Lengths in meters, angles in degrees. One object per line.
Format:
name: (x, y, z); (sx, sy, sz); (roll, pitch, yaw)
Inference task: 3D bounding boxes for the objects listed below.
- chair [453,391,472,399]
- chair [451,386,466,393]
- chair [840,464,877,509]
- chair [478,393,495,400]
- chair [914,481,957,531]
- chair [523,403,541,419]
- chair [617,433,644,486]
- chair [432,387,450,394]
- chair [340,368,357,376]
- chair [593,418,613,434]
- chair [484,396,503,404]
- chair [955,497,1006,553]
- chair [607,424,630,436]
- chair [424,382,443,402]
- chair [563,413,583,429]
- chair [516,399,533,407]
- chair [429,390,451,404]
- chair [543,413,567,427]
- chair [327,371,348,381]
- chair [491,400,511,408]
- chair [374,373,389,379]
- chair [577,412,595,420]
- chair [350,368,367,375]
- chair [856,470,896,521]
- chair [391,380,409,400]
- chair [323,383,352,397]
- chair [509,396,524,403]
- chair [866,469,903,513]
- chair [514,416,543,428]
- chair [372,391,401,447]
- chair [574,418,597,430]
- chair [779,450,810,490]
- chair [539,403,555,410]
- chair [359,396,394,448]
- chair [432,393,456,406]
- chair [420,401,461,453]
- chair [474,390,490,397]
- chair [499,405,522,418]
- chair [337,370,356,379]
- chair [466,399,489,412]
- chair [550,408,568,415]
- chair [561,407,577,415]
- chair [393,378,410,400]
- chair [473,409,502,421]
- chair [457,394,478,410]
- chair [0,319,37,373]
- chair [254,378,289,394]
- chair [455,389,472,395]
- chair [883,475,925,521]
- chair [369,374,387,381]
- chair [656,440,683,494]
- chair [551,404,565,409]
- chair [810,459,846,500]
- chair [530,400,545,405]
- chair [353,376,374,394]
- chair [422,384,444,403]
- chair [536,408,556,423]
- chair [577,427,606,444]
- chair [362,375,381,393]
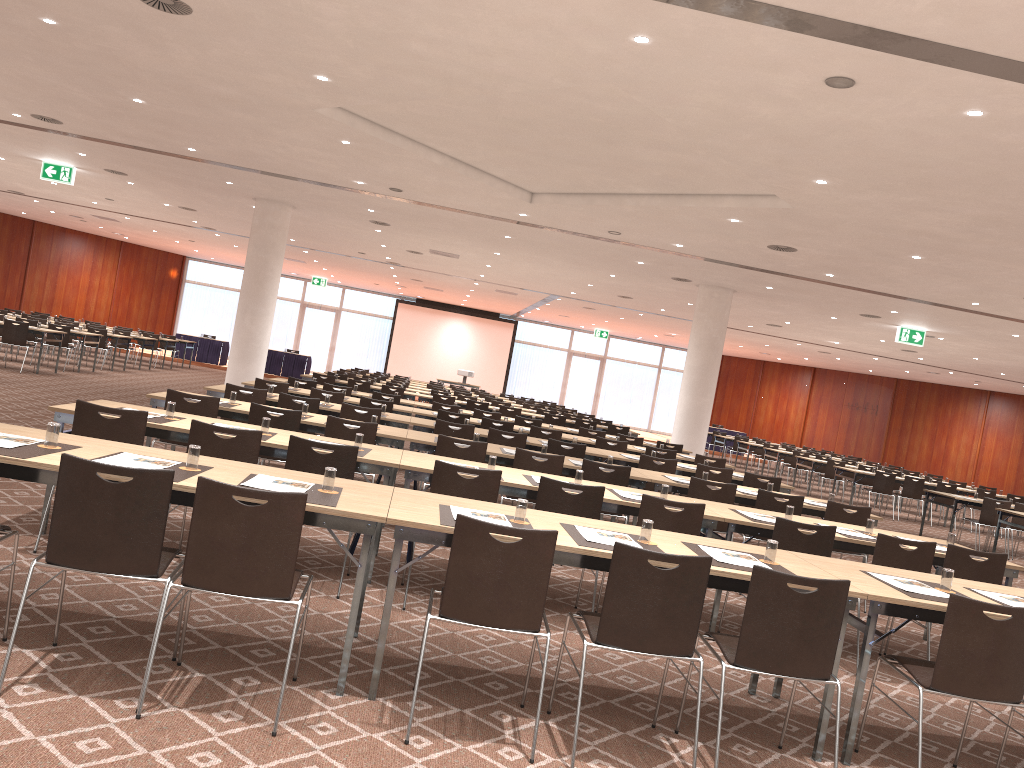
chair: (-1.262, 0.652, 21.367); (0.536, 0.940, 0.613); (10, 1, -5)
chair: (-1.573, 0.555, 25.311); (0.536, 0.939, 0.613); (10, 1, -3)
chair: (7.947, 2.302, 20.195); (0.536, 0.939, 0.613); (10, 1, -4)
chair: (-0.751, 0.721, 23.429); (0.536, 0.939, 0.613); (10, 1, -9)
chair: (8.796, 2.473, 18.275); (0.536, 0.939, 0.613); (10, 1, -6)
chair: (0.395, 0.944, 21.540); (0.536, 0.939, 0.613); (10, 1, -5)
chair: (1.766, 1.266, 14.105); (0.536, 0.939, 0.613); (10, 1, -6)
chair: (-1.774, 0.562, 21.271); (0.536, 0.939, 0.613); (10, 1, -4)
chair: (-4.304, 0.094, 22.981); (0.536, 0.939, 0.613); (10, 1, -5)
chair: (1.905, 1.233, 19.611); (0.536, 0.939, 0.613); (10, 1, -4)
chair: (-0.523, 0.783, 21.367); (0.536, 0.939, 0.613); (10, 1, -7)
chair: (7.818, 2.337, 14.664); (0.536, 0.939, 0.613); (10, 1, -5)
chair: (2.031, 1.276, 17.692); (0.536, 0.939, 0.613); (10, 1, -3)
chair: (-2.211, 0.442, 25.286); (0.536, 0.939, 0.613); (10, 1, -4)
chair: (1.247, 1.117, 19.577); (0.536, 0.939, 0.613); (10, 1, -6)
chair: (0.231, 0.895, 23.455); (0.536, 0.939, 0.613); (10, 1, -6)
chair: (-1.618, 0.611, 19.243); (0.536, 0.939, 0.613); (10, 1, -6)
chair: (0.756, 1.051, 17.516); (0.536, 0.939, 0.613); (10, 1, -8)
chair: (-3.802, 0.224, 19.050); (0.536, 0.939, 0.613); (10, 1, -5)
chair: (-0.330, 0.838, 19.455); (0.536, 0.939, 0.613); (10, 1, -8)
chair: (-3.761, 0.169, 25.047); (0.536, 0.939, 0.613); (10, 1, -7)
chair: (1.704, 1.176, 21.634); (0.536, 0.939, 0.613); (10, 1, -6)
chair: (-4.403, 0.055, 25.057); (0.536, 0.939, 0.613); (10, 1, -8)
chair: (7.490, 2.242, 18.138); (0.536, 0.939, 0.613); (10, 1, -4)
chair: (-2.748, 0.390, 21.134); (0.536, 0.939, 0.613); (10, 1, -8)
chair: (-2.735, 0.471, 13.600); (0.536, 0.939, 0.613); (10, 1, -8)
chair: (0.050, 0.842, 25.522); (0.536, 0.939, 0.613); (10, 1, -4)
chair: (8.595, 2.415, 20.345); (0.536, 0.940, 0.613); (10, 1, -7)
chair: (0.161, 0.982, 13.980); (0.536, 0.939, 0.613); (10, 1, -9)
chair: (-2.007, 0.599, 13.754); (0.536, 0.939, 0.613); (10, 1, -4)
chair: (1.362, 1.158, 17.545); (0.536, 0.939, 0.613); (10, 1, -7)
chair: (7.119, 2.133, 22.259); (0.536, 0.939, 0.613); (10, 1, -6)
chair: (0.827, 1.000, 23.552); (0.536, 0.939, 0.613); (10, 1, -9)
chair: (-1.838, 0.651, 11.685); (0.536, 0.940, 0.613); (10, 1, -3)
chair: (-1.395, 0.671, 17.292); (0.536, 0.939, 0.613); (10, 1, -5)
chair: (-1.089, 0.762, 13.772); (0.536, 0.939, 0.613); (10, 1, -3)
chair: (-0.933, 0.669, 25.343); (0.536, 0.939, 0.613); (10, 1, -3)
chair: (-0.113, 0.898, 17.391); (0.536, 0.939, 0.613); (10, 1, -5)
chair: (-4.010, 0.166, 21.080); (0.536, 0.939, 0.613); (10, 1, -9)
chair: (-0.752, 0.784, 17.401); (0.536, 0.939, 0.613); (10, 1, -7)
chair: (1.054, 1.062, 21.531); (0.536, 0.939, 0.613); (10, 1, -4)
chair: (1.422, 1.106, 23.579); (0.536, 0.939, 0.613); (10, 1, -4)
chair: (-2.945, 0.334, 23.158); (0.536, 0.939, 0.613); (10, 1, -3)
chair: (-0.469, 0.871, 13.872); (0.536, 0.939, 0.613); (10, 1, -6)
chair: (-1.057, 0.709, 19.336); (0.536, 0.939, 0.613); (10, 1, -7)
chair: (-9.201, -0.709, 16.476); (0.536, 0.940, 0.613); (10, 1, -7)
chair: (-3.188, 0.411, 11.621); (0.536, 0.939, 0.613); (10, 1, -6)
chair: (-1.367, 0.612, 23.323); (0.536, 0.939, 0.613); (10, 1, -8)
chair: (8.147, 2.357, 18.289); (0.536, 0.939, 0.613); (10, 1, -4)
chair: (-3.558, 0.225, 23.136); (0.536, 0.939, 0.613); (10, 1, -6)
chair: (2.390, 1.377, 14.136); (0.536, 0.939, 0.613); (10, 1, -8)
chair: (1.219, 1.049, 25.602); (0.536, 0.939, 0.613); (10, 1, -6)
chair: (7.269, 2.180, 20.266); (0.536, 0.939, 0.613); (10, 1, -5)
chair: (0.644, 0.947, 25.507); (0.536, 0.939, 0.613); (10, 1, -5)
chair: (-3.244, 0.323, 19.073); (0.536, 0.939, 0.613); (10, 1, -3)
chair: (-2.084, 0.486, 23.213); (0.536, 0.939, 0.613); (10, 1, -4)
chair: (0.655, 1.012, 19.480); (0.536, 0.939, 0.613); (10, 1, -7)
chair: (1.165, 1.160, 14.008); (0.536, 0.939, 0.613); (10, 1, -6)
chair: (-3.400, 0.274, 21.101); (0.536, 0.939, 0.613); (10, 1, -3)
